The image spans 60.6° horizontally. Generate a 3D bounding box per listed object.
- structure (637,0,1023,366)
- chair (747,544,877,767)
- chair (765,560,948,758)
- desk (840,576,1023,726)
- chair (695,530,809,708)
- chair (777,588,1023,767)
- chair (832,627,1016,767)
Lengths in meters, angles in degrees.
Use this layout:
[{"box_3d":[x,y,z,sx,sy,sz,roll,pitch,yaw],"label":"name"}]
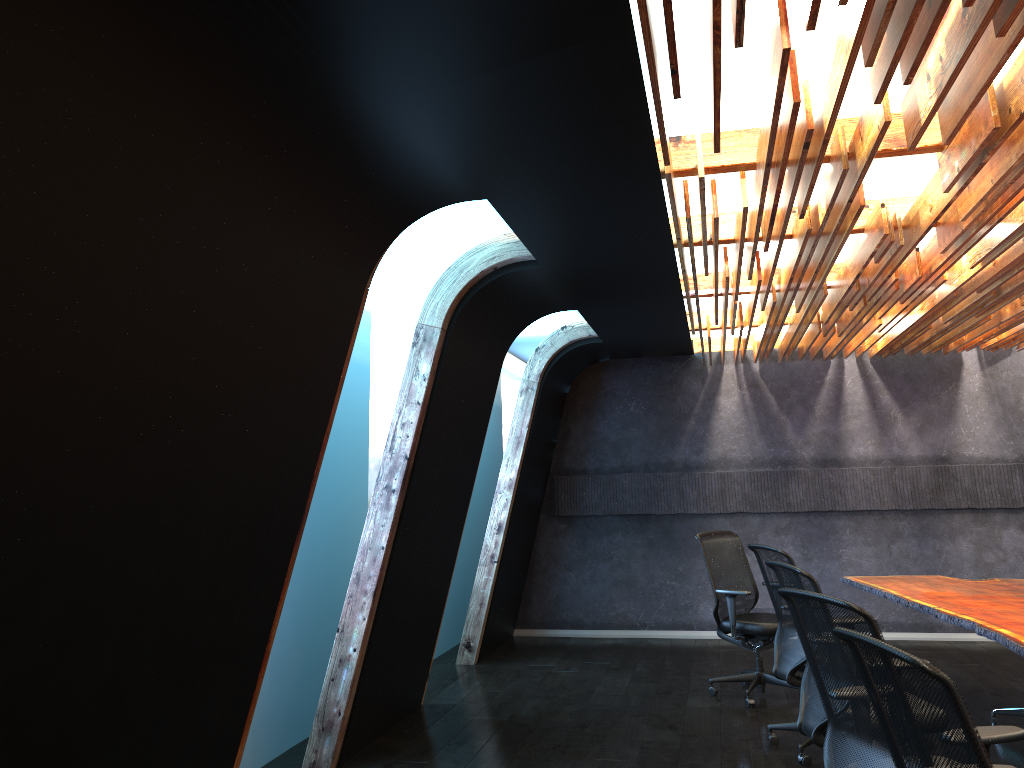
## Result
[{"box_3d":[3.116,0.364,3.914,4.518,3.065,11.225,-4,-8,13],"label":"structure"},{"box_3d":[2.012,1.648,5.559,0.796,1.271,0.792,0,-12,-8],"label":"chair"},{"box_3d":[1.755,1.505,4.290,0.796,1.271,0.792,-1,-12,-3],"label":"chair"},{"box_3d":[3.078,1.656,4.101,2.032,0.837,6.517,-3,-7,13],"label":"desk"},{"box_3d":[1.966,1.817,6.979,0.807,1.271,0.781,10,-17,-42],"label":"chair"},{"box_3d":[1.487,1.376,3.146,0.795,1.271,0.793,1,-13,-13],"label":"chair"},{"box_3d":[1.328,1.261,2.138,0.796,1.271,0.792,-1,-12,-3],"label":"chair"}]
